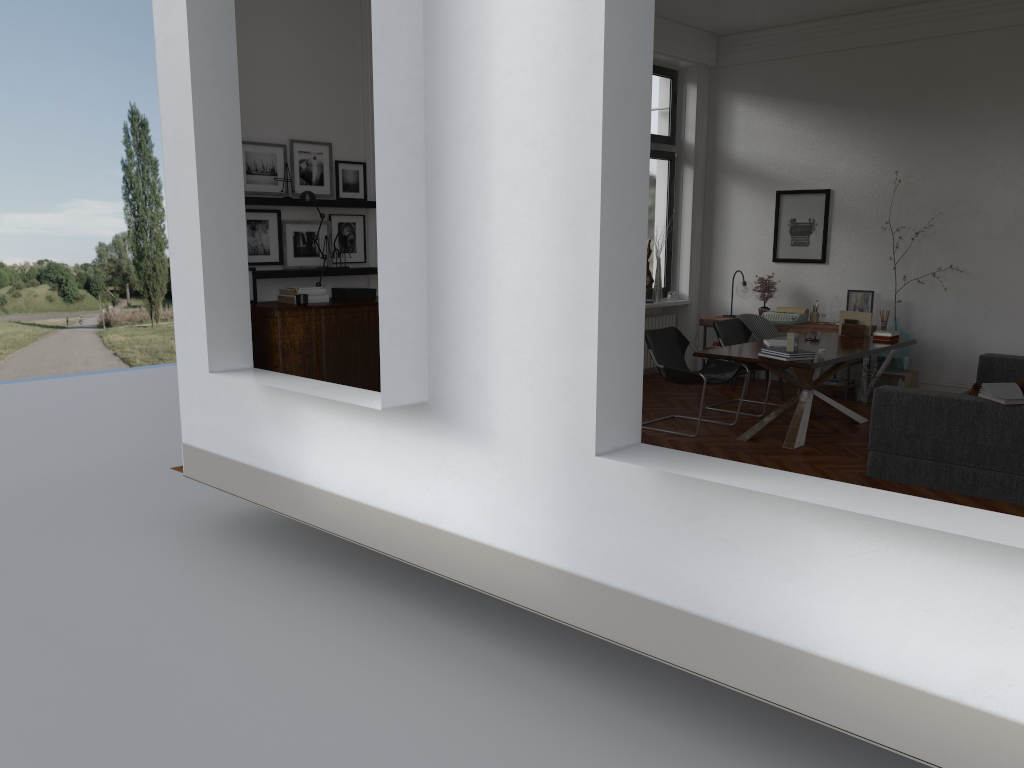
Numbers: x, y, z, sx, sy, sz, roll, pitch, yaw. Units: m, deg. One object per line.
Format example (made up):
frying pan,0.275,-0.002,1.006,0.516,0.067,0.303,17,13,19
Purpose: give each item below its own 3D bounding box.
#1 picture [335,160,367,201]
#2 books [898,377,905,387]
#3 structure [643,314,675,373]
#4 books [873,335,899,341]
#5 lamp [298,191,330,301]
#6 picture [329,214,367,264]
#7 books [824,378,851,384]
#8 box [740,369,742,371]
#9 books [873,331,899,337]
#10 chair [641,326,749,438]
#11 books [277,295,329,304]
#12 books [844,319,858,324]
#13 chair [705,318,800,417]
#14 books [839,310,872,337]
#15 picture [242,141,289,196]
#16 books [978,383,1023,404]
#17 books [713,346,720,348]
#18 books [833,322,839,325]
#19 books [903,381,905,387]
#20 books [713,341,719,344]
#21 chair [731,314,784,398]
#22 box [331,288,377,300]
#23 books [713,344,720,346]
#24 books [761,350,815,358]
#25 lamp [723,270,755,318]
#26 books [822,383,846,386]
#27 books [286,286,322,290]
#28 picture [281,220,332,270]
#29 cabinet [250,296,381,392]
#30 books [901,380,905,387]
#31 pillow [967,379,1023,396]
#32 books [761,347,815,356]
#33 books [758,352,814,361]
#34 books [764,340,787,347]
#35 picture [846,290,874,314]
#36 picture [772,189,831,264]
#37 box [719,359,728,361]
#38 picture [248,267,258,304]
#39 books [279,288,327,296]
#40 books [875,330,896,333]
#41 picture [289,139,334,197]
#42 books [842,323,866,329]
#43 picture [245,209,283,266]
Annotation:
picture,-1.277,-1.612,7.043,0.020,0.304,0.289,10,14,42
books,4.054,0.058,9.222,0.054,0.258,0.187,10,14,43
structure,1.504,-0.409,10.657,0.225,0.781,1.450,10,14,42
books,3.466,-0.434,8.212,0.215,0.040,0.159,-9,14,-44
lamp,-1.456,-1.019,6.599,0.174,0.805,0.489,2,11,8
picture,-1.313,-1.160,7.094,0.020,0.386,0.342,10,14,42
books,3.471,-0.028,9.493,0.267,0.014,0.195,-7,12,-35
box,2.505,-0.204,10.395,0.295,0.083,0.317,9,13,42
books,3.468,-0.469,8.215,0.163,0.029,0.207,9,13,40
chair,1.585,-0.037,7.869,0.744,0.876,0.751,10,14,42
books,-1.529,-0.624,6.494,0.229,0.057,0.294,9,13,42
books,3.240,-0.542,8.472,0.128,0.158,0.040,10,14,42
chair,2.390,-0.178,8.712,0.744,0.876,0.751,10,14,42
books,3.283,-0.578,8.483,0.309,0.240,0.043,9,14,42
picture,-1.821,-1.569,6.462,0.020,0.369,0.414,10,14,42
books,3.213,0.058,5.743,0.225,0.096,0.277,-1,10,-5
books,2.496,-0.433,10.314,0.247,0.024,0.208,9,13,42
books,3.576,-0.651,9.563,0.213,0.031,0.128,-1,10,-9
books,4.081,0.076,9.189,0.012,0.233,0.169,10,14,42
books,2.496,-0.477,10.306,0.239,0.023,0.190,9,13,42
chair,2.651,-0.320,9.513,0.715,0.903,0.546,8,13,35
box,-1.232,-0.709,6.921,0.208,0.087,0.281,9,13,42
books,2.497,-0.456,10.309,0.251,0.023,0.208,9,13,42
books,2.167,-0.241,6.971,0.250,0.017,0.343,-4,10,-22
lamp,2.637,-1.046,10.314,0.207,0.552,0.440,-4,11,-23
books,3.471,-0.013,9.496,0.196,0.014,0.267,9,13,41
books,-1.519,-0.700,6.467,0.179,0.014,0.200,9,13,42
picture,-1.575,-1.071,6.825,0.020,0.366,0.433,10,14,42
cabinet,-1.378,-0.014,6.704,0.639,1.223,1.263,10,14,42
books,4.071,0.075,9.198,0.012,0.233,0.169,10,14,42
pillow,3.297,0.139,6.074,0.470,0.398,0.329,-2,10,-10
books,2.167,-0.258,6.968,0.250,0.017,0.343,-4,10,-22
books,2.152,-0.220,6.978,0.264,0.027,0.346,-4,10,-22
books,2.359,-0.359,7.823,0.231,0.026,0.324,2,10,8
picture,3.757,-0.828,9.586,0.282,0.371,0.022,10,14,42
picture,3.288,-1.792,10.091,0.633,0.819,0.050,10,14,42
box,2.502,-0.279,10.383,0.237,0.066,0.255,9,13,43
picture,-1.914,-0.696,6.298,0.020,0.258,0.213,10,14,42
books,-1.532,-0.675,6.489,0.254,0.044,0.239,9,13,42
books,3.468,-0.491,8.227,0.128,0.008,0.159,10,13,44
picture,-1.527,-1.641,6.767,0.020,0.410,0.368,10,14,42
books,3.240,-0.510,8.415,0.220,0.125,0.028,9,14,42
picture,-1.858,-1.077,6.517,0.020,0.408,0.372,10,14,42
